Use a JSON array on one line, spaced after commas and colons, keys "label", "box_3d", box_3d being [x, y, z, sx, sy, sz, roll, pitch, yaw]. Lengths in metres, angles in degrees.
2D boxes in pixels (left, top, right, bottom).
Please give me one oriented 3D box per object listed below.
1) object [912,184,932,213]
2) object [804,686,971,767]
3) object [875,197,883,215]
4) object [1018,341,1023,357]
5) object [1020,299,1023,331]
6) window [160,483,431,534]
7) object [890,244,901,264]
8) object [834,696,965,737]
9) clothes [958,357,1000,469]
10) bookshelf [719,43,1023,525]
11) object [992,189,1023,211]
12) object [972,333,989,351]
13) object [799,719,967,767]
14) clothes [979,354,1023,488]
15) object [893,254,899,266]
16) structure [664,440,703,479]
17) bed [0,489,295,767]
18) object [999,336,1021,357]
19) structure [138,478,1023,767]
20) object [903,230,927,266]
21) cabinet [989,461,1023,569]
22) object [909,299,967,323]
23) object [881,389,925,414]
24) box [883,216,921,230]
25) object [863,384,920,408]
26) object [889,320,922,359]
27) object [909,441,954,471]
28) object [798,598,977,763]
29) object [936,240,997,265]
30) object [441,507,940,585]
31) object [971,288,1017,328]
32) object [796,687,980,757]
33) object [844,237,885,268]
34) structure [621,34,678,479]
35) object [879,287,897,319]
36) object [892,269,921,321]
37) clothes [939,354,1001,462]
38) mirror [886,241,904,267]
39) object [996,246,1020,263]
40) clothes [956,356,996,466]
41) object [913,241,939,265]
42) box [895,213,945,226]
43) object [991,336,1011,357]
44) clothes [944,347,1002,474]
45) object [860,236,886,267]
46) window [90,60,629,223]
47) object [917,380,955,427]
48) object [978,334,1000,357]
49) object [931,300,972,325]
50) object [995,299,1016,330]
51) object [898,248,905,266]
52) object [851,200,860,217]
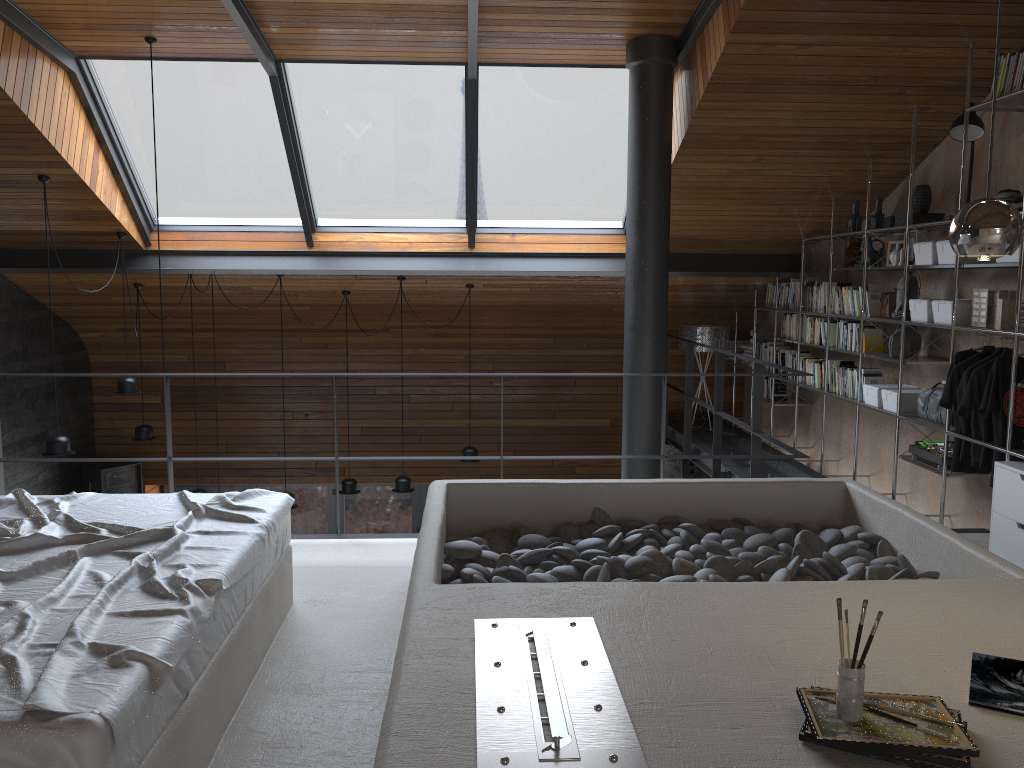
[{"label": "object", "box_3d": [2.546, -1.144, 5.506, 0.115, 0.177, 0.115, 3, 7, 22]}, {"label": "object", "box_3d": [0.706, 0.646, 1.683, 0.276, 0.013, 0.207, 3, 7, 22]}, {"label": "object", "box_3d": [2.505, -1.218, 6.057, 0.029, 0.114, 0.084, 1, 7, 9]}, {"label": "object", "box_3d": [2.574, -0.172, 4.429, 0.283, 0.118, 0.016, 0, 7, -3]}, {"label": "object", "box_3d": [2.571, -0.343, 4.419, 0.078, 0.156, 0.074, -6, 9, -43]}, {"label": "window", "box_3d": [-1.055, 1.740, 10.213, 5.936, 1.521, 0.101, 0, 7, -3]}, {"label": "object", "box_3d": [2.481, -0.830, 5.707, 0.091, 0.146, 0.091, 4, 8, 31]}, {"label": "object", "box_3d": [0.724, 0.630, 1.679, 0.232, 0.010, 0.064, 5, 8, 33]}, {"label": "clothes", "box_3d": [2.547, 0.150, 4.599, 0.488, 0.586, 0.074, -1, 7, -10]}, {"label": "bookshelf", "box_3d": [2.645, 0.599, 4.116, 0.421, 6.218, 10.741, 0, 7, -3]}, {"label": "object", "box_3d": [2.591, -0.918, 4.417, 0.286, 0.141, 0.658, -1, 7, -10]}, {"label": "object", "box_3d": [2.556, -0.215, 4.794, 0.283, 0.118, 0.016, 0, 7, -3]}, {"label": "object", "box_3d": [0.707, 0.659, 1.684, 0.276, 0.013, 0.207, 4, 8, 28]}, {"label": "clothes", "box_3d": [2.570, 0.189, 4.464, 0.424, 0.689, 0.090, 0, 7, -4]}, {"label": "object", "box_3d": [2.429, -0.782, 5.602, 0.037, 0.077, 0.037, -2, 7, -17]}, {"label": "structure", "box_3d": [1.760, 0.922, 9.407, 0.488, 0.735, 0.462, -6, 9, -42]}, {"label": "bed", "box_3d": [-1.762, 0.693, 2.468, 2.011, 0.484, 1.826, 0, 7, -3]}, {"label": "object", "box_3d": [2.564, -0.147, 4.566, 0.387, 0.197, 0.009, -1, 7, -7]}, {"label": "structure", "box_3d": [-0.716, 0.586, 2.504, 4.614, 1.120, 2.634, 0, 7, -3]}, {"label": "object", "box_3d": [2.501, -0.842, 5.508, 0.062, 0.219, 0.157, 0, 7, -3]}, {"label": "cabinet", "box_3d": [2.592, 0.688, 4.128, 0.435, 0.561, 0.527, 0, 7, -2]}, {"label": "object", "box_3d": [2.541, -0.434, 5.253, 0.295, 0.136, 0.228, 0, 7, -3]}, {"label": "object", "box_3d": [2.523, 0.110, 5.612, 0.295, 0.136, 0.228, 0, 7, -3]}, {"label": "box", "box_3d": [2.534, -1.044, 5.742, 0.208, 0.079, 0.207, 2, 7, 11]}, {"label": "object", "box_3d": [2.510, 0.078, 5.878, 0.295, 0.136, 0.228, 0, 7, -3]}, {"label": "object", "box_3d": [2.538, -0.291, 5.718, 0.166, 0.240, 0.390, 4, 8, 30]}, {"label": "object", "box_3d": [2.579, 0.418, 5.219, 0.320, 0.114, 0.405, 0, 7, -3]}, {"label": "object", "box_3d": [0.698, 0.525, 1.661, 0.301, 0.234, 0.245, 2, 7, 17]}, {"label": "object", "box_3d": [2.560, -0.735, 4.951, 0.295, 0.136, 0.228, 0, 7, -3]}, {"label": "object", "box_3d": [0.597, 0.686, 3.141, 1.842, 0.246, 1.436, 0, 7, -3]}, {"label": "object", "box_3d": [2.572, -0.405, 4.726, 0.142, 0.205, 0.196, 0, 7, -4]}, {"label": "object", "box_3d": [0.697, 0.634, 1.673, 0.276, 0.013, 0.207, 1, 7, 8]}, {"label": "object", "box_3d": [2.495, -0.932, 6.277, 0.278, 0.222, 0.138, 7, 9, 43]}, {"label": "structure", "box_3d": [0.885, 0.666, 5.692, 1.197, 5.699, 1.689, 0, 7, -3]}, {"label": "object", "box_3d": [2.506, -0.536, 5.854, 0.227, 0.202, 0.082, -6, 9, -41]}, {"label": "object", "box_3d": [2.499, -0.555, 5.620, 0.157, 0.339, 0.229, 3, 7, 24]}, {"label": "clothes", "box_3d": [2.537, 0.128, 4.785, 0.488, 0.586, 0.074, -1, 7, -10]}, {"label": "mirror", "box_3d": [2.538, -0.855, 5.820, 0.069, 0.168, 0.130, -4, 8, -33]}, {"label": "object", "box_3d": [2.588, -0.664, 4.400, 0.290, 0.124, 0.222, 0, 7, -3]}, {"label": "clothes", "box_3d": [2.575, 0.142, 4.666, 0.488, 0.586, 0.074, -1, 7, -10]}, {"label": "object", "box_3d": [2.548, -0.765, 5.209, 0.295, 0.136, 0.228, 0, 7, -3]}, {"label": "box", "box_3d": [2.538, -1.018, 5.526, 0.208, 0.079, 0.207, 0, 7, -6]}, {"label": "object", "box_3d": [2.561, -0.154, 4.630, 0.387, 0.197, 0.009, -1, 7, -7]}, {"label": "clothes", "box_3d": [2.552, 0.145, 4.829, 0.424, 0.689, 0.090, 0, 7, -4]}, {"label": "object", "box_3d": [2.479, -0.906, 6.076, 0.197, 0.220, 0.102, -2, 7, -18]}, {"label": "window", "box_3d": [-0.954, -1.778, 6.639, 3.818, 1.031, 1.213, 0, 7, -3]}, {"label": "object", "box_3d": [2.542, 0.104, 5.203, 0.166, 0.247, 0.376, 0, 7, -5]}, {"label": "object", "box_3d": [2.555, -0.169, 4.752, 0.387, 0.197, 0.009, -1, 7, -7]}, {"label": "object", "box_3d": [2.554, -0.403, 4.990, 0.295, 0.136, 0.228, 0, 7, -3]}, {"label": "object", "box_3d": [2.516, -0.354, 4.509, 0.074, 0.156, 0.078, 2, 7, 12]}, {"label": "object", "box_3d": [2.441, -0.795, 5.551, 0.037, 0.114, 0.037, -2, 7, -17]}, {"label": "object", "box_3d": [2.442, -1.244, 6.300, 0.029, 0.114, 0.084, 1, 7, 4]}]
